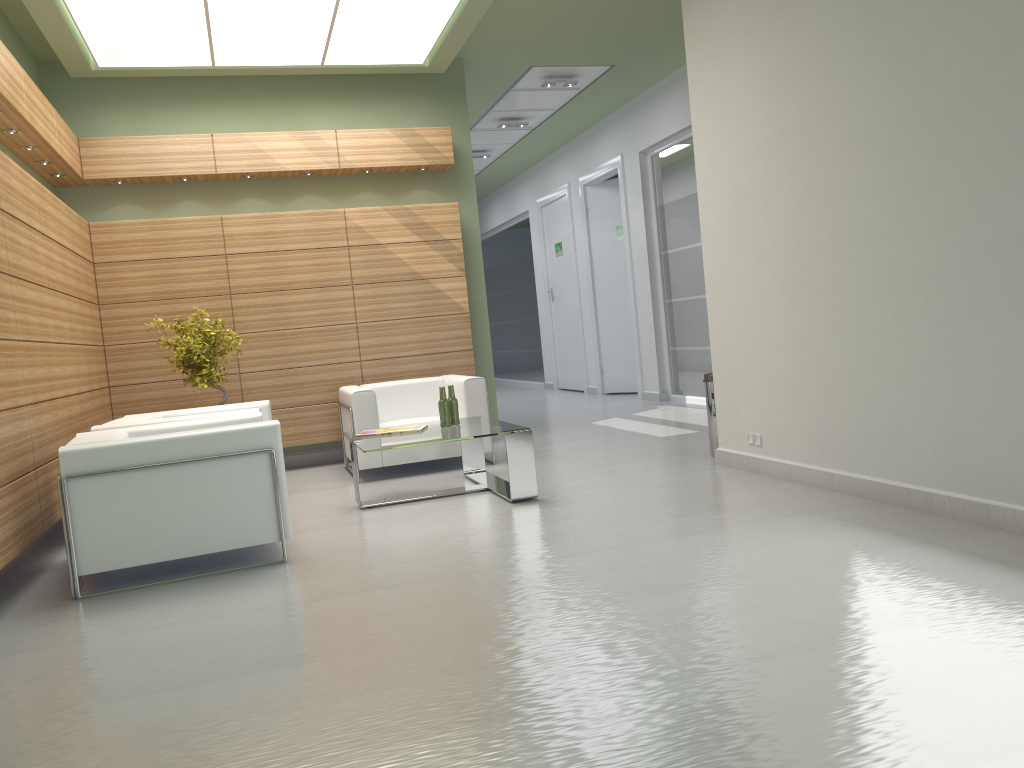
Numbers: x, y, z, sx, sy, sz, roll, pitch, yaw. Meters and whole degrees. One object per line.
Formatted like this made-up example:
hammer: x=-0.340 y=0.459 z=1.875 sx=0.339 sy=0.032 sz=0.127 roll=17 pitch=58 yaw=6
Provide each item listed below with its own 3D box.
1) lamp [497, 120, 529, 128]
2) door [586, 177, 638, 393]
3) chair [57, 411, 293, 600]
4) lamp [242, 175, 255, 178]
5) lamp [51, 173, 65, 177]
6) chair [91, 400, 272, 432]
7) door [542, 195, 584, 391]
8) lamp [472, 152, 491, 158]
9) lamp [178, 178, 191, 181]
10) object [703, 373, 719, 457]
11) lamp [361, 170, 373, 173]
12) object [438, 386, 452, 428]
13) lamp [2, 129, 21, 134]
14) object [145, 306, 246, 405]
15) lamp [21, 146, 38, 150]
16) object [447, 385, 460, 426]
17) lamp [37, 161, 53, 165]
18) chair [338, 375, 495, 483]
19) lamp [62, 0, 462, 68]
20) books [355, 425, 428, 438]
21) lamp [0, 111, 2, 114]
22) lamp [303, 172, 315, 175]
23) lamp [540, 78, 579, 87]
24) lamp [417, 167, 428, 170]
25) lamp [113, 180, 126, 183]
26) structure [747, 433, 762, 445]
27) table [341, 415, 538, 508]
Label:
lamp: x=0.014 y=-5.704 z=19.367 sx=0.657 sy=0.159 sz=0.286 roll=-7 pitch=4 yaw=-16
door: x=2.821 y=-2.336 z=20.984 sx=2.089 sy=5.083 sz=0.134 roll=-2 pitch=5 yaw=44
chair: x=-3.086 y=1.008 z=8.250 sx=1.802 sy=1.234 sz=1.894 roll=-7 pitch=4 yaw=-21
lamp: x=-3.982 y=-3.162 z=13.391 sx=0.181 sy=0.074 sz=0.181 roll=-3 pitch=4 yaw=34
lamp: x=-6.176 y=-2.866 z=12.056 sx=0.181 sy=0.074 sz=0.181 roll=-8 pitch=4 yaw=-33
chair: x=-3.728 y=0.935 z=10.483 sx=1.769 sy=1.234 sz=1.894 roll=-6 pitch=4 yaw=-11
door: x=1.354 y=-2.369 z=23.894 sx=0.250 sy=5.083 sz=2.089 roll=-7 pitch=4 yaw=-16
lamp: x=-0.889 y=-5.801 z=22.423 sx=0.657 sy=0.159 sz=0.286 roll=-7 pitch=4 yaw=-16
lamp: x=-4.850 y=-3.061 z=13.138 sx=0.181 sy=0.074 sz=0.181 roll=-7 pitch=4 yaw=-22
object: x=2.664 y=0.371 z=11.073 sx=0.482 sy=1.027 sz=0.483 roll=-2 pitch=5 yaw=45
lamp: x=-2.270 y=-3.359 z=13.890 sx=0.181 sy=0.074 sz=0.181 roll=-3 pitch=4 yaw=34
object: x=-0.788 y=0.266 z=10.291 sx=0.131 sy=0.475 sz=0.131 roll=-3 pitch=4 yaw=39
lamp: x=-5.489 y=-2.793 z=9.730 sx=0.181 sy=0.074 sz=0.181 roll=-8 pitch=4 yaw=-33
object: x=-4.216 y=0.211 z=12.021 sx=1.116 sy=2.565 sz=1.201 roll=-2 pitch=5 yaw=42
lamp: x=-5.715 y=-2.817 z=10.495 sx=0.181 sy=0.074 sz=0.181 roll=-8 pitch=4 yaw=-33
object: x=-0.699 y=0.249 z=10.443 sx=0.131 sy=0.475 sz=0.131 roll=-3 pitch=4 yaw=39
lamp: x=-5.948 y=-2.842 z=11.282 sx=0.181 sy=0.074 sz=0.181 roll=-9 pitch=5 yaw=-44
chair: x=-1.413 y=0.577 z=12.659 sx=1.894 sy=1.234 sz=1.802 roll=-7 pitch=4 yaw=-16
lamp: x=-2.825 y=-4.692 z=10.421 sx=4.571 sy=0.325 sz=5.060 roll=-7 pitch=4 yaw=-16
books: x=-1.398 y=0.549 z=10.351 sx=0.762 sy=0.025 sz=0.508 roll=-5 pitch=3 yaw=4
lamp: x=-5.259 y=-2.768 z=8.949 sx=0.181 sy=0.074 sz=0.181 roll=-9 pitch=5 yaw=-44
lamp: x=-3.132 y=-3.260 z=13.639 sx=0.181 sy=0.074 sz=0.181 roll=-7 pitch=4 yaw=-22
lamp: x=0.878 y=-5.612 z=16.441 sx=0.657 sy=0.159 sz=0.286 roll=-7 pitch=4 yaw=-16
lamp: x=-1.425 y=-3.457 z=14.137 sx=0.181 sy=0.074 sz=0.181 roll=-7 pitch=4 yaw=-22
lamp: x=-5.707 y=-2.962 z=12.887 sx=0.181 sy=0.074 sz=0.181 roll=-7 pitch=4 yaw=-22
structure: x=2.645 y=0.601 z=9.683 sx=0.017 sy=0.118 sz=0.262 roll=-7 pitch=4 yaw=-16
table: x=-0.911 y=0.902 z=10.140 sx=1.783 sy=0.742 sz=2.197 roll=-7 pitch=4 yaw=-16
